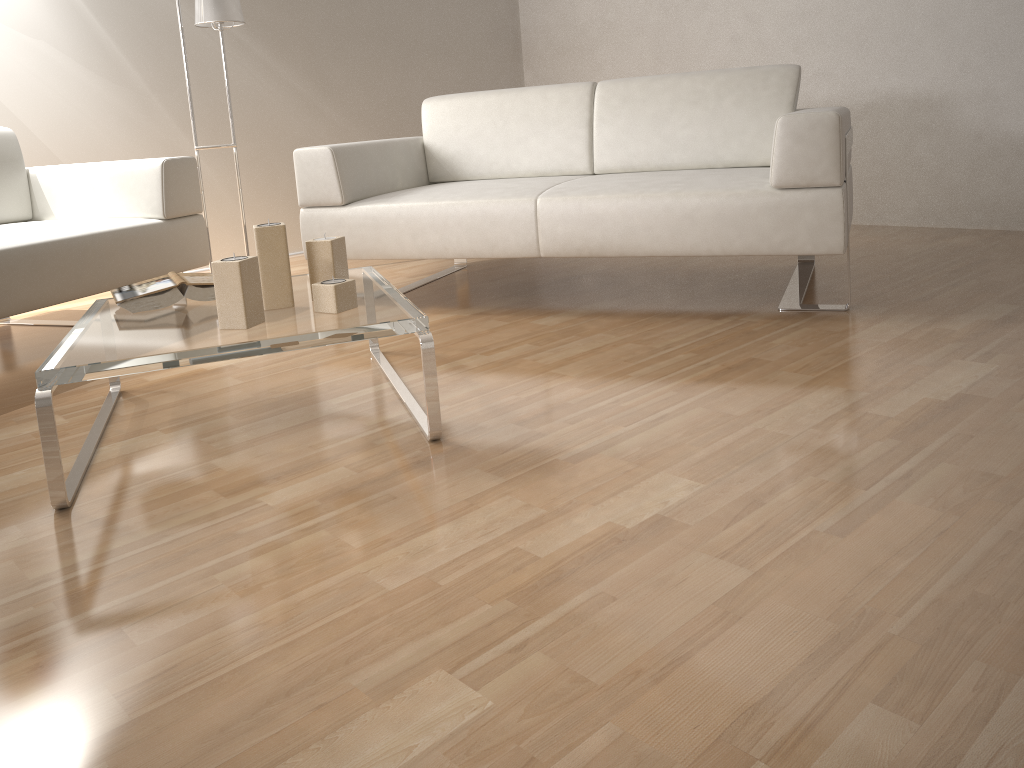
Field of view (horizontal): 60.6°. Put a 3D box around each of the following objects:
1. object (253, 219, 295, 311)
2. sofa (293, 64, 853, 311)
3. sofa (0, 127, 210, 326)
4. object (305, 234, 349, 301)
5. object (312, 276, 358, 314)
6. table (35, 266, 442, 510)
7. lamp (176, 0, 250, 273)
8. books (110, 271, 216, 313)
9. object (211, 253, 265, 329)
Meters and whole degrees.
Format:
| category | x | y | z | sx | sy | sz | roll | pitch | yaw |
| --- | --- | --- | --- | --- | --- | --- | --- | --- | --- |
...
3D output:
| category | x | y | z | sx | sy | sz | roll | pitch | yaw |
| --- | --- | --- | --- | --- | --- | --- | --- | --- | --- |
| object | -0.524 | -0.266 | 1.924 | 0.067 | 0.191 | 0.068 | -7 | 10 | -17 |
| sofa | 0.242 | -0.701 | 3.095 | 1.782 | 0.720 | 0.934 | 2 | 15 | 23 |
| sofa | -1.834 | -0.354 | 2.471 | 0.906 | 0.718 | 1.840 | 1 | 17 | 22 |
| object | -0.415 | -0.267 | 1.977 | 0.067 | 0.147 | 0.069 | -1 | 10 | 18 |
| object | -0.374 | -0.193 | 1.847 | 0.067 | 0.072 | 0.069 | 3 | 15 | 32 |
| table | -0.598 | -0.053 | 1.984 | 0.704 | 0.242 | 0.816 | -9 | 17 | -16 |
| lamp | -1.285 | -1.239 | 3.711 | 0.368 | 1.628 | 0.212 | -8 | 9 | -22 |
| books | -0.806 | -0.232 | 2.115 | 0.295 | 0.054 | 0.208 | -13 | 18 | -26 |
| object | -0.548 | -0.190 | 1.755 | 0.067 | 0.147 | 0.069 | -1 | 10 | 18 |
